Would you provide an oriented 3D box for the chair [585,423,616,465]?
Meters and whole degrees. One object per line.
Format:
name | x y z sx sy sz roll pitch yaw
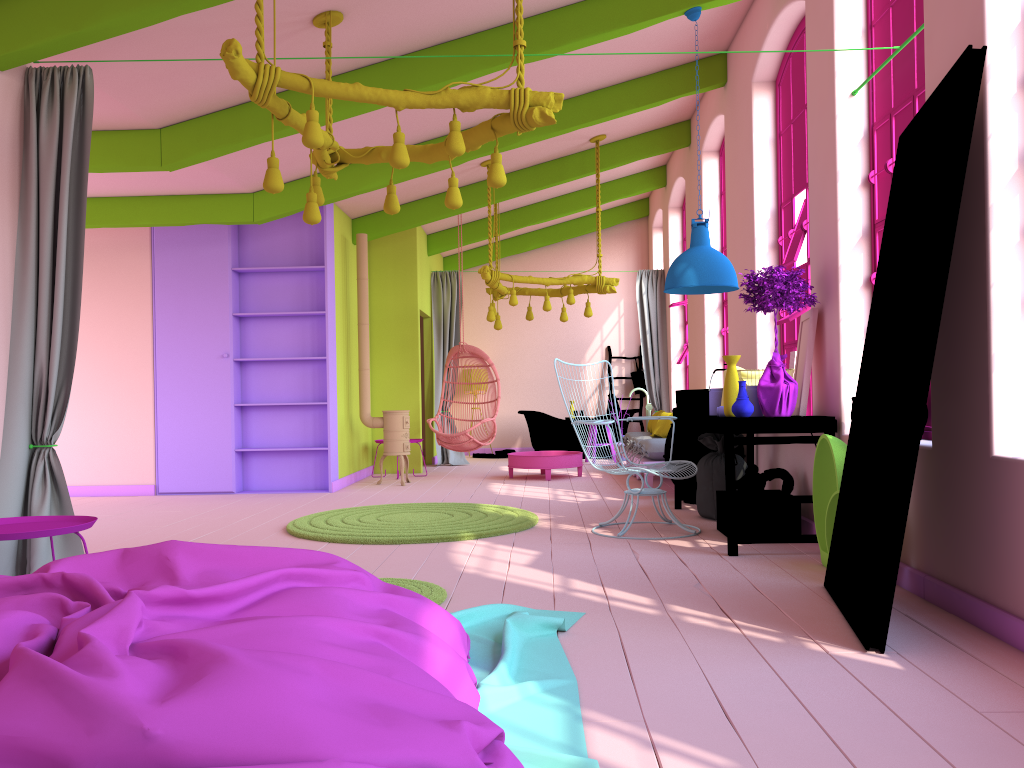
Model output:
chair | 1.204 0.817 12.463 0.472 0.593 0.446 -1 0 -29

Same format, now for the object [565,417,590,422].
object | 1.001 0.548 13.578 0.360 0.068 1.323 -1 -1 2

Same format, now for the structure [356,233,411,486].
structure | -1.408 -0.278 10.015 0.577 2.814 0.403 -1 0 19

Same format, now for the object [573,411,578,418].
object | 0.961 0.486 13.384 0.069 0.170 0.069 -1 0 22

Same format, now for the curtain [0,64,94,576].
curtain | -2.415 -0.317 4.551 0.518 2.785 0.525 -1 0 -17

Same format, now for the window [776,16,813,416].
window | 2.180 -1.191 6.559 0.492 3.003 1.497 -1 0 2

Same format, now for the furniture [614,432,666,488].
furniture | 1.672 0.819 10.105 0.907 0.507 3.776 -1 -1 2

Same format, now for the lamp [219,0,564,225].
lamp | -0.746 -2.015 4.897 1.610 2.264 1.776 -1 0 -16

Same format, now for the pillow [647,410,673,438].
pillow | 1.836 0.453 10.181 0.578 0.399 1.997 -1 -1 2

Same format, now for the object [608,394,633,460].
object | 1.612 0.613 12.791 0.277 0.987 0.451 -1 0 -44

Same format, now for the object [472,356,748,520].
object | 0.613 0.311 10.608 2.827 1.580 7.865 -1 -1 3

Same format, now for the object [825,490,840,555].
object | 1.734 0.769 4.515 0.137 0.462 0.284 -1 0 -13

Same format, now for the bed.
bed | -1.133 0.773 2.278 2.802 0.514 3.576 -1 -1 2

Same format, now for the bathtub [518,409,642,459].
bathtub | 1.038 0.759 13.576 1.889 0.740 0.826 -1 0 2

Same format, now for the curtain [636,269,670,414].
curtain | 2.014 -0.254 12.487 0.518 2.785 0.525 -1 0 21

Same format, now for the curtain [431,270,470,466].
curtain | -0.924 -0.254 12.600 0.518 2.785 0.525 -1 0 -17

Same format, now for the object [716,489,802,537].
object | 1.655 0.882 5.992 0.446 0.277 0.521 -1 -1 2

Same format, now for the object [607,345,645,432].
object | 1.846 0.251 14.280 0.603 1.764 0.410 -1 0 2

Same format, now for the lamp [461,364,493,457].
lamp | -0.610 0.417 14.263 0.491 1.466 0.476 -1 0 32

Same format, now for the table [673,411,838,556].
table | 1.639 0.615 6.315 0.655 0.821 2.193 -1 -1 2

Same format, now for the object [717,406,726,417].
object | 1.466 0.187 6.029 0.137 0.076 0.076 -1 0 22

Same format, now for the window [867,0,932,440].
window | 2.107 -1.223 4.641 0.072 3.047 1.275 -1 0 2

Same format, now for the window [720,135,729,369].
window | 2.262 -1.170 9.018 0.072 3.047 1.275 -1 0 2

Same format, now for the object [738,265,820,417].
object | 1.647 -0.271 5.522 0.441 0.950 0.502 -1 0 -38

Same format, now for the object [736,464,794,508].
object | 1.691 0.789 6.136 0.300 0.448 0.672 -1 -1 -22

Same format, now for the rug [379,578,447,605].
rug | -0.721 1.030 4.275 0.792 0.021 0.792 -1 -1 -15

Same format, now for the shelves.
shelves | -2.808 -0.392 9.325 1.841 3.104 0.384 -1 0 2

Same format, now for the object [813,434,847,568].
object | 1.817 0.638 4.840 0.218 0.733 0.451 -1 0 2

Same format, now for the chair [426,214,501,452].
chair | -0.618 -0.731 10.827 0.860 3.129 0.806 -1 0 22

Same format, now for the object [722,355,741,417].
object | 1.386 0.014 5.585 0.116 0.383 0.116 -1 0 -24

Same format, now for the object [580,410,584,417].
object | 1.066 0.486 13.543 0.069 0.170 0.069 -1 0 22

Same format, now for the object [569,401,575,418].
object | 0.918 0.416 13.550 0.097 0.321 0.097 -1 0 13

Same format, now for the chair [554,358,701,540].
chair | 0.869 0.425 6.306 0.925 1.238 1.078 -1 0 37

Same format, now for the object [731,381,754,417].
object | 1.400 0.092 5.386 0.132 0.219 0.132 -1 0 19

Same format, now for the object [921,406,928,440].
object | 2.016 0.152 4.556 0.223 0.272 0.223 -1 0 -10

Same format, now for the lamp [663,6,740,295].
lamp | 1.324 -1.664 6.297 0.529 2.002 0.528 -1 0 34

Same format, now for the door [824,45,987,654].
door | 1.620 -0.106 3.778 0.450 2.211 1.153 -1 0 12

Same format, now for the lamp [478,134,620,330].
lamp | 0.196 -1.766 10.409 1.610 2.264 1.776 -1 0 -16

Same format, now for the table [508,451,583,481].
table | 0.392 0.957 10.437 0.885 0.285 0.885 -1 -1 28

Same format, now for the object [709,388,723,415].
object | 1.496 0.129 6.473 0.109 0.197 0.109 -1 0 -6

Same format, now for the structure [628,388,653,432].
structure | 2.033 0.586 13.521 0.254 1.061 0.451 -1 0 -44

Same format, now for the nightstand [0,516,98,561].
nightstand | -2.126 0.833 3.857 0.596 0.458 0.596 -1 -1 40

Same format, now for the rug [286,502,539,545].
rug | -0.751 1.053 6.820 1.888 0.050 1.889 -1 -1 -10

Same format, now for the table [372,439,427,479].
table | -1.380 0.908 10.854 0.596 0.458 0.596 -1 -1 40

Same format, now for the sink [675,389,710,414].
sink | 1.483 0.136 6.970 0.340 0.194 0.609 -1 -1 2

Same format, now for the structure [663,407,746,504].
structure | 1.694 0.623 7.824 0.718 0.845 0.718 -1 0 -30

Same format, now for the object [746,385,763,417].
object | 1.542 0.108 5.649 0.109 0.197 0.109 -1 0 39

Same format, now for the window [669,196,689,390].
window | 2.350 -1.131 11.471 0.551 3.009 1.514 -1 0 2

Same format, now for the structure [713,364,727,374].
structure | 1.667 0.033 6.989 0.166 0.397 0.087 -1 0 11

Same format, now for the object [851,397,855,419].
object | 2.031 0.183 5.063 0.182 0.222 0.182 -1 0 -20

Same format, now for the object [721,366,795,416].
object | 1.704 0.041 6.288 0.444 0.369 0.633 -1 -1 2
